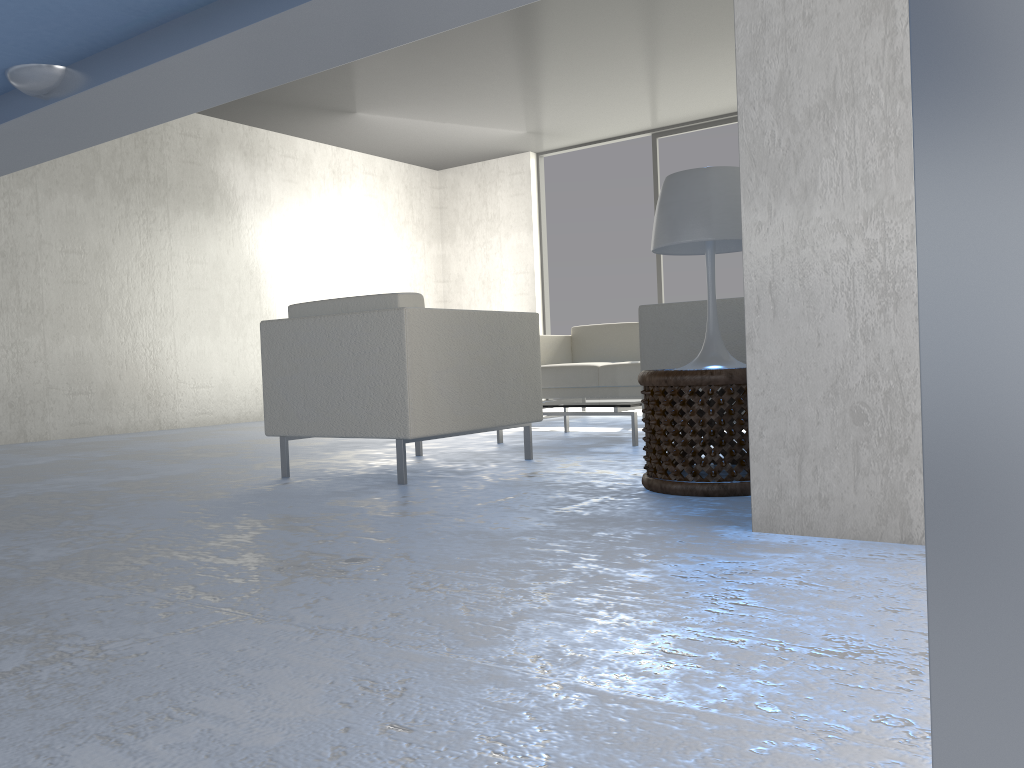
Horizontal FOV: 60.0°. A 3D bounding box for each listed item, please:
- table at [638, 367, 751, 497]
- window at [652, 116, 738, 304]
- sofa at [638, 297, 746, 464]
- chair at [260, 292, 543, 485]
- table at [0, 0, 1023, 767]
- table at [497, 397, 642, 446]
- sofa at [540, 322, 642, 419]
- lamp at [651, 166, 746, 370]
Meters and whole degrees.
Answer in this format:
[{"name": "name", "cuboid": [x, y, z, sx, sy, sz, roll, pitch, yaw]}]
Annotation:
[{"name": "table", "cuboid": [0.611, 0.131, 2.654, 0.452, 0.358, 0.452, -2, 1, 11]}, {"name": "window", "cuboid": [3.013, -1.126, 7.073, 4.080, 2.477, 0.037, -1, 2, 36]}, {"name": "sofa", "cuboid": [1.343, -0.079, 3.854, 0.821, 0.658, 1.881, -1, 2, 36]}, {"name": "chair", "cuboid": [-0.408, -0.001, 3.479, 0.748, 0.662, 0.821, -1, 2, 36]}, {"name": "table", "cuboid": [-0.807, -0.032, 0.690, 2.095, 0.835, 1.180, -1, 2, 36]}, {"name": "table", "cuboid": [0.428, 0.180, 4.468, 0.773, 0.190, 0.730, -1, 2, 36]}, {"name": "sofa", "cuboid": [1.018, -0.109, 5.884, 1.881, 0.658, 0.821, -1, 2, 36]}, {"name": "lamp", "cuboid": [0.593, -0.330, 2.646, 0.347, 0.582, 0.347, -2, 1, 4]}]
